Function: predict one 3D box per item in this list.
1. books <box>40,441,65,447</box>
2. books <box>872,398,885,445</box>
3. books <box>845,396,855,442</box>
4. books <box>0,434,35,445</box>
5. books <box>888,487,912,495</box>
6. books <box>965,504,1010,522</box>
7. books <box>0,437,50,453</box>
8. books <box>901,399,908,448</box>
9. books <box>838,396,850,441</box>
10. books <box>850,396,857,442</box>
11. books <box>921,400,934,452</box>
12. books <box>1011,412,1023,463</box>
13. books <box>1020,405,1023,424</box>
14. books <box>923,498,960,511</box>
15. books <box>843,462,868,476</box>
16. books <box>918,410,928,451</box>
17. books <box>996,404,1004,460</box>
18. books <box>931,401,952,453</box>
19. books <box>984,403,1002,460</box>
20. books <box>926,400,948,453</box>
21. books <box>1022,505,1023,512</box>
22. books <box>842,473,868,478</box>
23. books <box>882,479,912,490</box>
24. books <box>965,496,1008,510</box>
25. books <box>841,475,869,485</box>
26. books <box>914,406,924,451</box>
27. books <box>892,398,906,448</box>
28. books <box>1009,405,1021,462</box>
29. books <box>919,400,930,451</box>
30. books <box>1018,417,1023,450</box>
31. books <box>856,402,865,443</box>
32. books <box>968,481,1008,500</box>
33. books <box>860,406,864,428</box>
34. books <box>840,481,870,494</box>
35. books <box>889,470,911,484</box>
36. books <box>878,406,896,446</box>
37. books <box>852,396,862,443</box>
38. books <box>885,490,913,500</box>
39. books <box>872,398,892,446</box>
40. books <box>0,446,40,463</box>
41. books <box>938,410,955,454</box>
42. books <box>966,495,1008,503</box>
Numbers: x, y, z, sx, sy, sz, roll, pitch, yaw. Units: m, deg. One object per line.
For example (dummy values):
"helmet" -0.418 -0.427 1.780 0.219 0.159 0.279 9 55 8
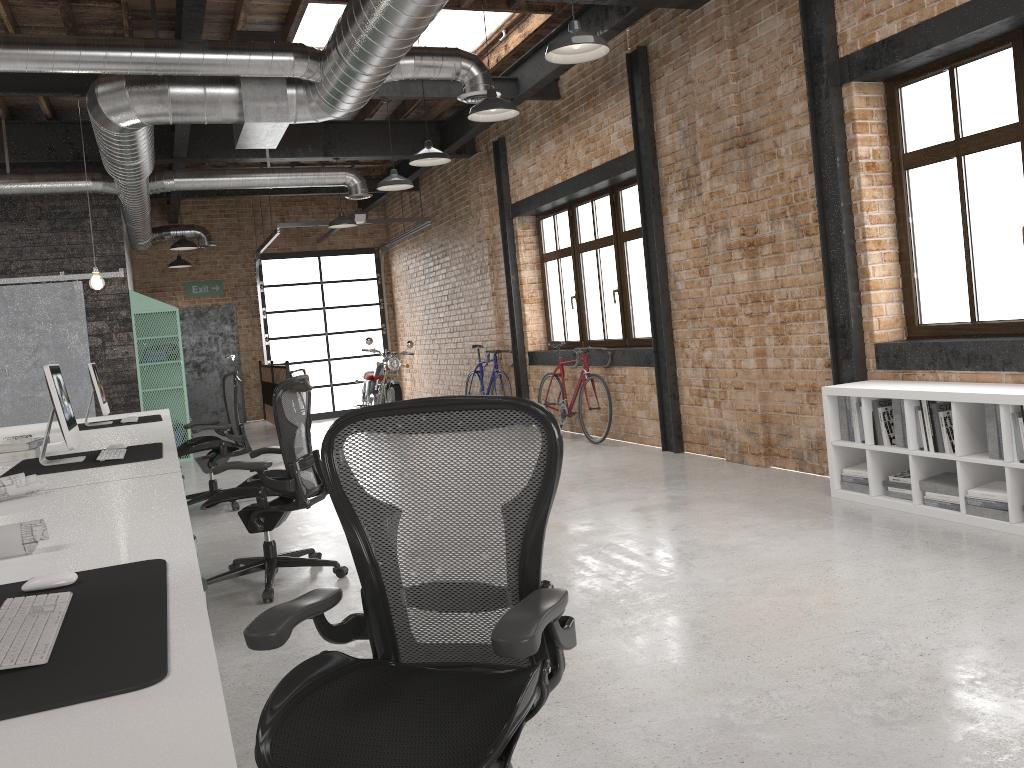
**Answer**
"books" -2.974 0.379 5.564 0.243 0.019 0.206 -4 4 16
"books" 2.228 0.183 5.216 0.272 0.354 0.063 -6 1 -17
"books" 2.163 0.188 5.397 0.249 0.333 0.060 -6 1 -17
"books" -2.712 0.304 4.864 0.153 0.030 0.185 -7 4 -24
"books" 2.299 0.592 5.058 0.164 0.047 0.239 -7 4 -21
"books" 2.490 0.631 4.492 0.217 0.072 0.289 -7 4 -21
"books" -2.695 0.334 4.869 0.193 0.044 0.258 -6 4 -4
"books" 2.318 0.200 4.987 0.249 0.333 0.060 -6 1 -17
"books" 2.148 0.177 5.458 0.259 0.351 0.065 -6 1 -17
"books" 2.180 0.198 5.369 0.266 0.314 0.025 -6 1 -17
"books" 2.372 0.195 4.833 0.259 0.352 0.070 -6 1 -17
"books" 2.530 0.260 4.301 0.183 0.262 0.056 -6 1 -17
"books" 2.576 0.211 4.268 0.258 0.354 0.049 -6 1 -17
"books" 2.397 0.626 4.769 0.207 0.061 0.274 -7 4 -21
"books" 2.165 0.511 5.335 0.215 0.051 0.252 -7 4 -21
"books" 2.321 0.255 4.857 0.162 0.240 0.054 -6 1 -17
"books" 2.533 0.217 4.400 0.249 0.333 0.060 -6 1 -17
"books" 2.379 0.234 4.769 0.222 0.282 0.061 -6 1 -17
"books" 2.517 0.206 4.460 0.259 0.351 0.065 -6 1 -17
"books" 2.382 0.195 4.805 0.272 0.354 0.063 -6 1 -17
"books" 2.634 0.586 4.215 0.223 0.055 0.282 -7 4 -21
"books" 2.166 0.529 5.339 0.219 0.039 0.260 -7 4 -21
"books" 2.315 0.561 5.078 0.223 0.055 0.282 -7 4 -21
"books" 2.482 0.581 4.482 0.207 0.067 0.275 -7 4 -21
"books" 2.163 0.556 5.345 0.207 0.067 0.275 -7 4 -21
"books" 2.315 0.242 4.888 0.183 0.262 0.056 -6 1 -17
"books" 2.302 0.188 5.047 0.259 0.351 0.065 -6 1 -17
"books" 2.557 0.232 4.351 0.259 0.305 0.040 -6 1 -17
"books" 2.361 0.194 4.855 0.258 0.354 0.049 -6 1 -17
"books" 2.535 0.272 4.271 0.162 0.240 0.054 -6 1 -17
"books" 2.161 0.231 5.299 0.183 0.262 0.056 -6 1 -17
"books" 2.484 0.536 4.471 0.215 0.051 0.252 -7 4 -21
"books" 2.166 0.243 5.268 0.162 0.240 0.054 -6 1 -17
"books" 2.171 0.605 5.355 0.217 0.072 0.289 -7 4 -21
"books" 2.316 0.529 5.054 0.199 0.054 0.240 -7 4 -21
"books" 2.236 0.245 5.146 0.197 0.240 0.058 -6 1 -17
"books" 2.188 0.203 5.348 0.259 0.305 0.040 -6 1 -17
"books" 2.304 0.619 5.074 0.184 0.049 0.261 -7 4 -21
"books" 2.224 0.222 5.180 0.222 0.282 0.061 -6 1 -17
"books" -2.706 0.383 4.848 0.201 0.050 0.271 -7 4 -24
"books" 2.390 0.256 4.735 0.197 0.240 0.058 -6 1 -17
"books" 2.485 0.554 4.475 0.219 0.039 0.260 -7 4 -21
